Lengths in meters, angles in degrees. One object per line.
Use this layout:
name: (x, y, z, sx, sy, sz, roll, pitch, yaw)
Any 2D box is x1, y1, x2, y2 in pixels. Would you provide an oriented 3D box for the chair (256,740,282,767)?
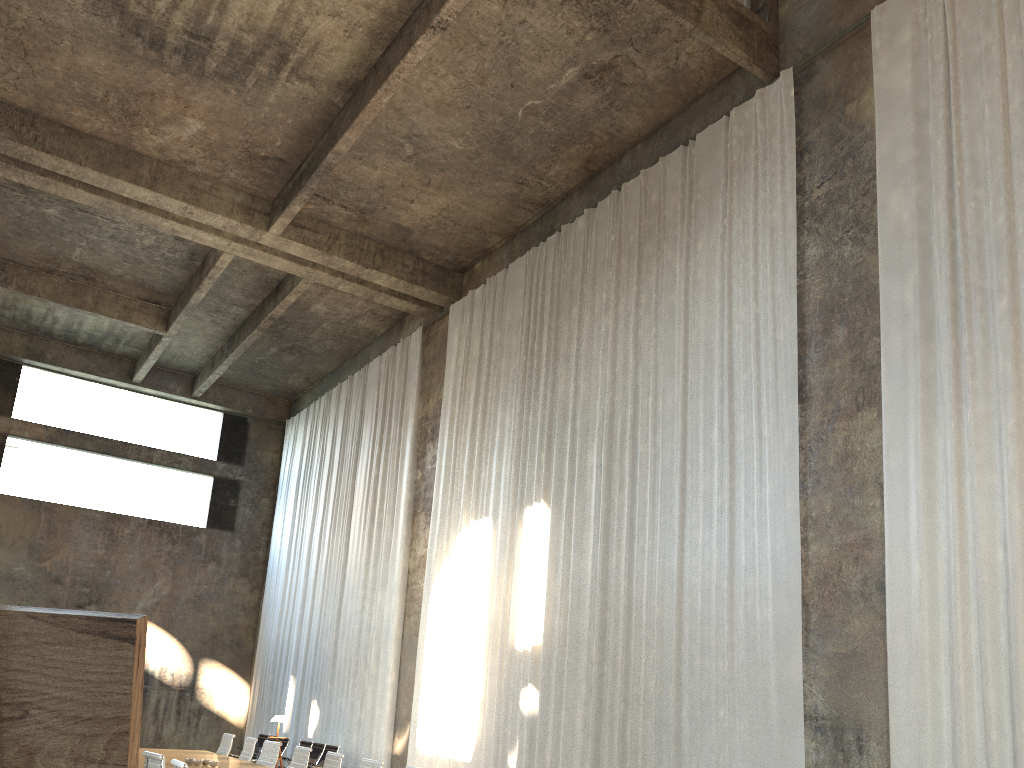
chair: (-3.027, 4.571, 9.964, 0.709, 0.990, 0.679, 14, -19, -31)

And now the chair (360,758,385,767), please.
chair: (-1.523, 3.832, 7.749, 0.707, 0.990, 0.682, 12, -18, -26)

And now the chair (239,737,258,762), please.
chair: (-3.499, 4.806, 10.665, 0.705, 0.990, 0.683, 11, -18, -23)

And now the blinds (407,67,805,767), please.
blinds: (0.689, 1.563, 11.883, 0.278, 8.350, 8.003, 12, -19, -29)

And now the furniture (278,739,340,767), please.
furniture: (-3.665, 6.554, 15.041, 0.718, 0.813, 1.912, 14, -22, -30)

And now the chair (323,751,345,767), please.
chair: (-2.021, 4.078, 8.484, 0.705, 0.990, 0.683, 11, -18, -23)

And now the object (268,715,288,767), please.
object: (-3.623, 5.576, 13.053, 0.571, 1.253, 0.681, 4, -16, 1)

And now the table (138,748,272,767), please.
table: (-2.757, 4.118, 8.371, 1.624, 0.733, 7.881, 16, -24, -29)

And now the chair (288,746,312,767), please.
chair: (-2.504, 4.319, 9.206, 0.707, 0.990, 0.682, 12, -18, -26)

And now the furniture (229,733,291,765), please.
furniture: (-4.981, 7.208, 16.997, 0.718, 0.813, 1.912, 14, -22, -30)

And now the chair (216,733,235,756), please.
chair: (-4.000, 5.034, 11.358, 0.707, 0.990, 0.682, 12, -18, -26)

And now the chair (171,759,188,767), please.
chair: (-2.142, 3.202, 6.208, 0.705, 0.990, 0.683, 11, -18, -23)

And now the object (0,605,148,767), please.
object: (-0.715, 0.671, 0.746, 0.702, 2.073, 0.707, 4, -15, 0)

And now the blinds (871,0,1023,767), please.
blinds: (5.453, -0.802, 4.804, 0.278, 8.350, 8.003, 12, -19, -29)

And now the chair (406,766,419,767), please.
chair: (-1.015, 3.582, 6.998, 0.707, 0.990, 0.681, 13, -19, -28)

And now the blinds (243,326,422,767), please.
blinds: (-4.090, 3.935, 18.985, 0.279, 8.350, 7.993, 13, -19, -31)

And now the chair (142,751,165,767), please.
chair: (-2.621, 3.434, 6.905, 0.709, 0.990, 0.679, 14, -19, -31)
